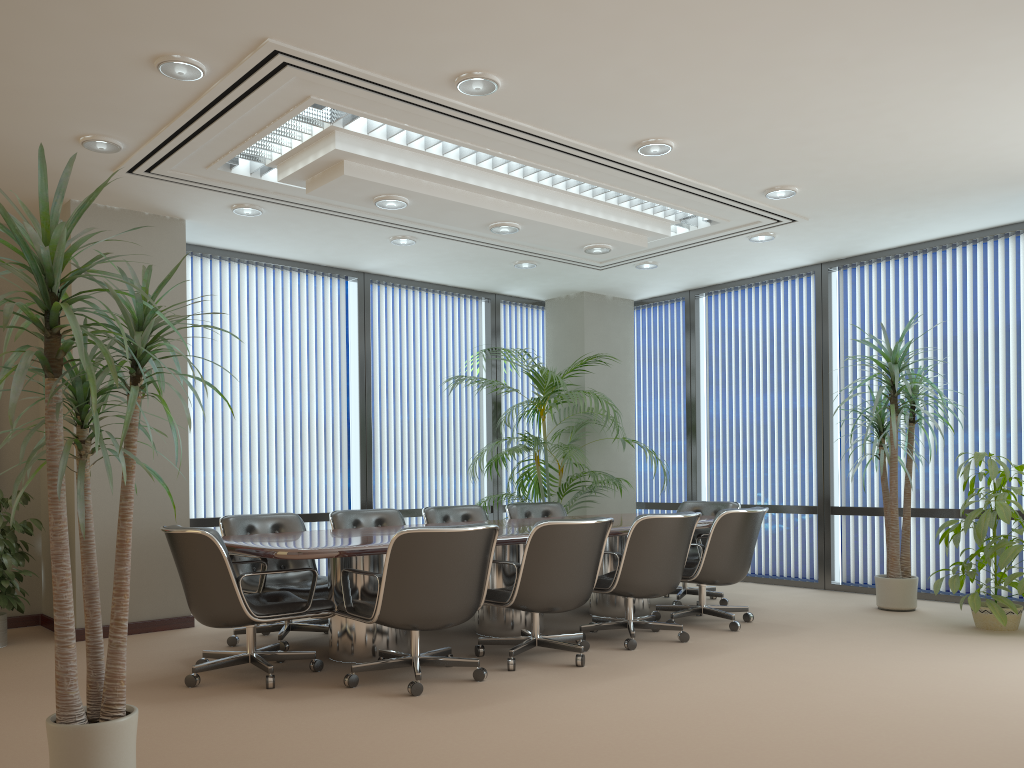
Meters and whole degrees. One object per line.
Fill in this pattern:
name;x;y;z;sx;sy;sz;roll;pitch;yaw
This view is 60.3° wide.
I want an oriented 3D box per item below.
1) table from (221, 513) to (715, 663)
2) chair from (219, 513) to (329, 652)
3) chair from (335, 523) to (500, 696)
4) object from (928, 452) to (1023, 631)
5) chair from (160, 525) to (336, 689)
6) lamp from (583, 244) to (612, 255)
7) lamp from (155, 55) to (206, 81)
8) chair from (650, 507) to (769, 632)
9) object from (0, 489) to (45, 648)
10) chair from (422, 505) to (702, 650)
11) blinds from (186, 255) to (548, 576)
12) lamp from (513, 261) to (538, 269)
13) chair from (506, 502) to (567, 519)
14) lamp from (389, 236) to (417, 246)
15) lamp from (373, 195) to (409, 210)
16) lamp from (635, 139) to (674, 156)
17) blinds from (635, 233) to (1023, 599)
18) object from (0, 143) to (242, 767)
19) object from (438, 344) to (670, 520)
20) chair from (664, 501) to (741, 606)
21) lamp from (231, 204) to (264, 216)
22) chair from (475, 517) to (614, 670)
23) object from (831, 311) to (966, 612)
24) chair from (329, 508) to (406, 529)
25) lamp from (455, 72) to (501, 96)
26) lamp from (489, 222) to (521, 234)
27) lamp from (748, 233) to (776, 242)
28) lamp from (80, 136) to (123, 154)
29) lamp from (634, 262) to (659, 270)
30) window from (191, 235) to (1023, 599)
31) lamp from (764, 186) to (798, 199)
table;-0.019;1.378;6.239;4.074;0.748;1.511;4;-7;-41
chair;-1.534;1.318;5.999;0.854;0.858;0.759;-3;-4;44
chair;-0.518;1.181;4.776;0.753;0.858;0.859;1;-3;-37
object;3.421;1.120;6.097;0.980;1.311;0.857;-1;-2;20
chair;-1.492;1.208;4.924;0.853;0.858;0.760;2;-3;-41
lamp;0.664;-1.036;6.824;0.225;0.035;0.226;1;-6;-17
lamp;-1.550;-1.471;4.126;0.225;0.035;0.226;4;-7;-37
chair;1.417;1.327;6.443;0.854;0.858;0.735;-3;-4;44
object;-3.586;1.219;5.924;0.736;1.092;0.800;0;-2;-9
chair;0.272;1.348;6.507;0.759;0.856;2.535;1;-5;-41
blinds;-0.992;0.500;8.821;4.900;2.904;0.032;3;-2;-41
lamp;0.123;-1.088;8.084;0.225;0.035;0.226;1;-6;-17
chair;0.394;1.464;7.662;0.759;0.858;0.855;1;-3;-36
lamp;-0.889;-1.165;7.210;0.225;0.035;0.226;1;-6;-17
lamp;-0.766;-1.144;5.589;0.225;0.035;0.226;2;-6;-23
lamp;0.843;-1.390;5.207;0.225;0.035;0.226;1;-6;-17
blinds;2.749;0.425;8.529;0.050;2.903;4.944;-1;-3;-41
object;-1.283;0.293;2.627;0.806;1.831;0.817;-1;-1;24
object;0.355;0.765;8.797;2.166;2.476;2.094;0;-2;-20
chair;1.512;1.436;7.521;0.853;0.858;0.760;2;-3;-41
lamp;-1.900;-1.242;6.335;0.225;0.035;0.226;2;-6;-23
chair;0.178;1.228;5.318;0.759;0.858;0.854;1;-3;-41
object;3.048;0.641;6.975;1.018;2.312;1.032;-1;-1;24
chair;-0.917;1.370;6.585;0.759;0.858;0.854;1;-3;-41
lamp;-0.169;-1.466;4.333;0.225;0.035;0.225;-5;-7;39
lamp;-0.051;-1.090;6.207;0.225;0.035;0.226;1;-6;-17
lamp;2.051;-1.197;7.239;0.225;0.035;0.225;-5;-7;39
lamp;-2.354;-1.366;5.056;0.225;0.035;0.226;2;-6;-23
lamp;1.247;-1.093;8.170;0.225;0.035;0.226;3;-7;-30
window;0.909;0.472;8.703;7.372;2.910;3.544;-1;-3;5
lamp;1.854;-1.313;6.081;0.225;0.035;0.226;1;-6;-17
